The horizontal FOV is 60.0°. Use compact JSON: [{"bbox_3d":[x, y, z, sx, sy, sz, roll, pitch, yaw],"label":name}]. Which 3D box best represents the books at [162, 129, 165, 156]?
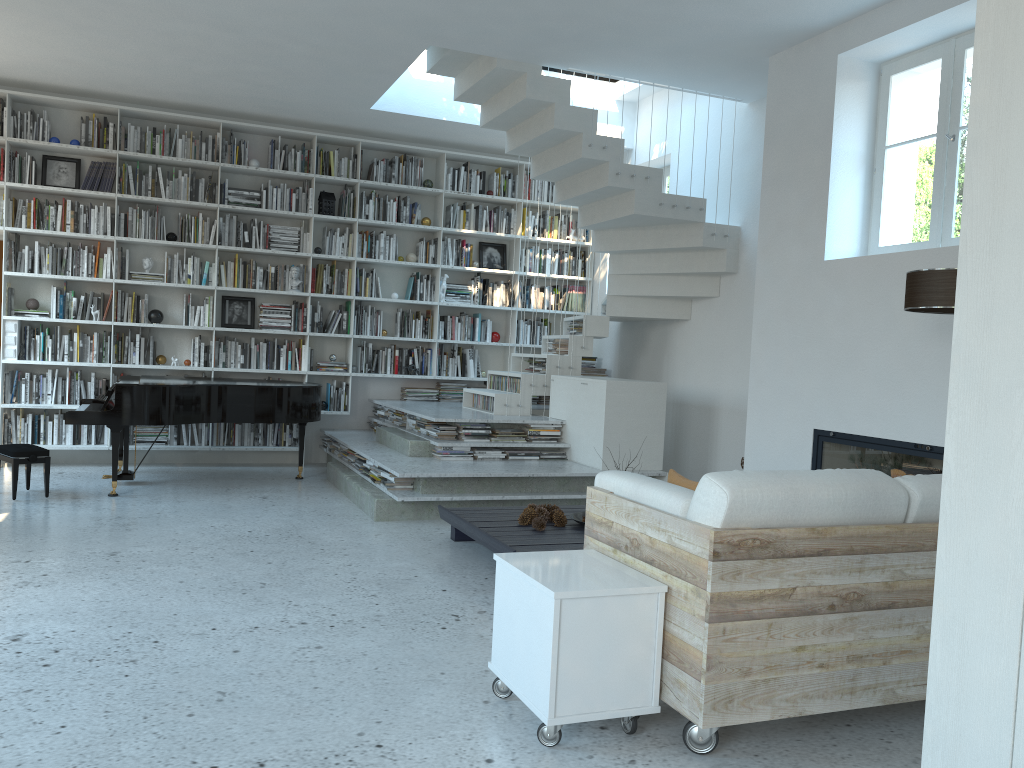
[{"bbox_3d":[-3.121,-2.130,7.935,0.013,0.252,0.183,2,3,-22],"label":"books"}]

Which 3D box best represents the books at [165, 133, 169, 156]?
[{"bbox_3d":[-3.097,-2.122,7.960,0.029,0.236,0.130,2,3,-22],"label":"books"}]

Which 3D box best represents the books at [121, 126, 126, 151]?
[{"bbox_3d":[-3.427,-2.134,7.813,0.029,0.237,0.156,2,3,-22],"label":"books"}]

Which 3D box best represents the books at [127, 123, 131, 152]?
[{"bbox_3d":[-3.390,-2.155,7.853,0.021,0.279,0.140,2,3,-22],"label":"books"}]

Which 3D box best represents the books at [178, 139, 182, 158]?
[{"bbox_3d":[-2.994,-2.095,7.991,0.031,0.190,0.181,2,3,-22],"label":"books"}]

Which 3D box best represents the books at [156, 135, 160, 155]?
[{"bbox_3d":[-3.169,-2.107,7.929,0.030,0.201,0.152,2,3,-22],"label":"books"}]

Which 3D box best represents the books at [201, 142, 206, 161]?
[{"bbox_3d":[-2.808,-2.086,8.059,0.031,0.185,0.176,2,3,-22],"label":"books"}]

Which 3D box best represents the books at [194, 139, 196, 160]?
[{"bbox_3d":[-2.870,-2.099,8.024,0.013,0.207,0.177,2,3,-22],"label":"books"}]

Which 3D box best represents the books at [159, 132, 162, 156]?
[{"bbox_3d":[-3.146,-2.123,7.933,0.013,0.234,0.154,2,3,-22],"label":"books"}]

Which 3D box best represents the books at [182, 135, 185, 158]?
[{"bbox_3d":[-2.969,-2.117,8.008,0.026,0.236,0.134,2,3,-22],"label":"books"}]

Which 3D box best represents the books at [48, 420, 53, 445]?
[{"bbox_3d":[-4.022,0.421,7.738,0.030,0.202,0.168,2,3,-22],"label":"books"}]

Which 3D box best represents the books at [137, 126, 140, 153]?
[{"bbox_3d":[-3.311,-2.137,7.863,0.023,0.251,0.170,2,3,-22],"label":"books"}]

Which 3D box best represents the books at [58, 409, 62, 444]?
[{"bbox_3d":[-3.966,0.371,7.781,0.014,0.304,0.139,2,3,-22],"label":"books"}]

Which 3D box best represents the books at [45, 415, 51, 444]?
[{"bbox_3d":[-4.054,0.397,7.750,0.022,0.246,0.134,2,3,-22],"label":"books"}]

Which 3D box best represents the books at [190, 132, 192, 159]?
[{"bbox_3d":[-2.903,-2.130,8.015,0.014,0.266,0.192,2,3,-22],"label":"books"}]

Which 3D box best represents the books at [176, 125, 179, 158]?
[{"bbox_3d":[-3.014,-2.159,7.987,0.014,0.315,0.166,2,3,-22],"label":"books"}]

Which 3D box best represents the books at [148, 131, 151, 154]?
[{"bbox_3d":[-3.237,-2.127,7.920,0.025,0.235,0.129,2,3,-22],"label":"books"}]

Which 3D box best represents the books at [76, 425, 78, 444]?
[{"bbox_3d":[-3.836,0.373,7.838,0.013,0.310,0.130,2,3,-22],"label":"books"}]

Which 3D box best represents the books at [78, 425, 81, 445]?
[{"bbox_3d":[-3.820,0.421,7.846,0.024,0.214,0.137,2,3,-22],"label":"books"}]

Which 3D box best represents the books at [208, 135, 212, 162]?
[{"bbox_3d":[-2.761,-2.123,8.095,0.029,0.261,0.151,2,3,-22],"label":"books"}]

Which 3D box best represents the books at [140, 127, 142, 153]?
[{"bbox_3d":[-3.293,-2.136,7.866,0.012,0.250,0.174,2,3,-22],"label":"books"}]

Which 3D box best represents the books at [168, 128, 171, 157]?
[{"bbox_3d":[-3.072,-2.141,7.953,0.013,0.276,0.164,2,3,-22],"label":"books"}]

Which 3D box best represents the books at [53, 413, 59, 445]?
[{"bbox_3d":[-3.981,0.390,7.757,0.031,0.266,0.186,2,3,-22],"label":"books"}]

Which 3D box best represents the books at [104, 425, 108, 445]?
[{"bbox_3d":[-3.621,0.398,7.925,0.027,0.276,0.143,2,3,-22],"label":"books"}]

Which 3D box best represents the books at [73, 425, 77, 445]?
[{"bbox_3d":[-3.843,0.407,7.805,0.023,0.244,0.188,2,3,-22],"label":"books"}]

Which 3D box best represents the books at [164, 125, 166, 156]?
[{"bbox_3d":[-3.109,-2.154,7.941,0.010,0.299,0.150,2,3,-22],"label":"books"}]

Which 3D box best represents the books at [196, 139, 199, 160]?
[{"bbox_3d":[-2.851,-2.094,8.029,0.026,0.200,0.187,2,3,-22],"label":"books"}]

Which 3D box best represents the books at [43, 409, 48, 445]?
[{"bbox_3d":[-4.062,0.370,7.723,0.013,0.300,0.183,2,3,-22],"label":"books"}]

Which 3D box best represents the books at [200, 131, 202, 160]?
[{"bbox_3d":[-2.828,-2.137,8.054,0.013,0.286,0.159,2,3,-22],"label":"books"}]

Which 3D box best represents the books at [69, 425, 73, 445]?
[{"bbox_3d":[-3.869,0.434,7.796,0.031,0.188,0.190,2,3,-22],"label":"books"}]

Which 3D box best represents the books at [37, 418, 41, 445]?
[{"bbox_3d":[-4.108,0.408,7.717,0.022,0.221,0.163,2,3,-22],"label":"books"}]

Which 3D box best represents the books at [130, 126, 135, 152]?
[{"bbox_3d":[-3.359,-2.141,7.846,0.031,0.255,0.145,2,3,-22],"label":"books"}]

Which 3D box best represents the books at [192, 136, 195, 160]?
[{"bbox_3d":[-2.890,-2.111,8.029,0.021,0.229,0.160,2,3,-22],"label":"books"}]

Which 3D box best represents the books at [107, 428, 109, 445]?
[{"bbox_3d":[-3.586,0.422,7.895,0.017,0.233,0.212,2,3,-22],"label":"books"}]

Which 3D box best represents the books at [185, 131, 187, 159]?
[{"bbox_3d":[-2.950,-2.133,8.016,0.014,0.269,0.156,2,3,-22],"label":"books"}]

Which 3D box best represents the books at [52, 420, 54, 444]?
[{"bbox_3d":[-4.013,0.416,7.774,0.014,0.211,0.145,2,3,-22],"label":"books"}]

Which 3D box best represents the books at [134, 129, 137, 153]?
[{"bbox_3d":[-3.333,-2.122,7.853,0.023,0.220,0.181,2,3,-22],"label":"books"}]

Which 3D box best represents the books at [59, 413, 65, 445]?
[{"bbox_3d":[-3.942,0.392,7.773,0.025,0.266,0.159,2,3,-22],"label":"books"}]

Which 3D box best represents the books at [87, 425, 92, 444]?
[{"bbox_3d":[-3.747,0.399,7.883,0.040,0.264,0.137,2,3,-22],"label":"books"}]

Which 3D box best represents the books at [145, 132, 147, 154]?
[{"bbox_3d":[-3.255,-2.113,7.884,0.015,0.207,0.166,2,3,-22],"label":"books"}]

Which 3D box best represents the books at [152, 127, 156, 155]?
[{"bbox_3d":[-3.197,-2.142,7.925,0.028,0.268,0.151,2,3,-22],"label":"books"}]

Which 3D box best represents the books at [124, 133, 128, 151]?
[{"bbox_3d":[-3.409,-2.107,7.838,0.024,0.183,0.133,2,3,-22],"label":"books"}]

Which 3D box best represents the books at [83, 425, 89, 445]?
[{"bbox_3d":[-3.770,0.403,7.849,0.027,0.256,0.179,2,3,-22],"label":"books"}]

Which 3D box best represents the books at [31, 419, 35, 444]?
[{"bbox_3d":[-4.152,0.414,7.707,0.022,0.206,0.158,2,3,-22],"label":"books"}]

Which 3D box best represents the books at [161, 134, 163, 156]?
[{"bbox_3d":[-3.133,-2.113,7.931,0.011,0.216,0.160,2,3,-22],"label":"books"}]

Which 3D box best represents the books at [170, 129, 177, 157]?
[{"bbox_3d":[-3.041,-2.138,7.963,0.052,0.273,0.172,2,3,-22],"label":"books"}]

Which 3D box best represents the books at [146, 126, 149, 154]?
[{"bbox_3d":[-3.243,-2.141,7.889,0.010,0.264,0.160,2,3,-22],"label":"books"}]

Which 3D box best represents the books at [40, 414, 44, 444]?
[{"bbox_3d":[-4.087,0.391,7.730,0.027,0.257,0.160,2,3,-22],"label":"books"}]

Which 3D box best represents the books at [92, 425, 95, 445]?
[{"bbox_3d":[-3.707,0.386,7.866,0.021,0.296,0.187,2,3,-22],"label":"books"}]

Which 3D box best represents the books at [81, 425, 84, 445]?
[{"bbox_3d":[-3.794,0.418,7.843,0.022,0.225,0.141,2,3,-22],"label":"books"}]

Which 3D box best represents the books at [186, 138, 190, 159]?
[{"bbox_3d":[-2.935,-2.105,8.033,0.029,0.213,0.141,2,3,-22],"label":"books"}]

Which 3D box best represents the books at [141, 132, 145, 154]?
[{"bbox_3d":[-3.271,-2.114,7.863,0.029,0.208,0.178,2,3,-22],"label":"books"}]

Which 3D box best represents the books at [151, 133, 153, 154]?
[{"bbox_3d":[-3.218,-2.117,7.919,0.012,0.216,0.150,2,3,-22],"label":"books"}]

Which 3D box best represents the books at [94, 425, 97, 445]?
[{"bbox_3d":[-3.691,0.382,7.870,0.012,0.304,0.165,2,3,-22],"label":"books"}]

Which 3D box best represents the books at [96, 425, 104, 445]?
[{"bbox_3d":[-3.664,0.406,7.906,0.065,0.256,0.155,2,3,-22],"label":"books"}]

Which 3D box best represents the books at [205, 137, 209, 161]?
[{"bbox_3d":[-2.785,-2.111,8.078,0.026,0.237,0.149,2,3,-22],"label":"books"}]

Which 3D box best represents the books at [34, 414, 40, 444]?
[{"bbox_3d":[-4.132,0.391,7.717,0.022,0.252,0.139,2,3,-22],"label":"books"}]

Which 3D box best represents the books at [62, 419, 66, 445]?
[{"bbox_3d":[-3.922,0.417,7.782,0.021,0.218,0.190,2,3,-22],"label":"books"}]

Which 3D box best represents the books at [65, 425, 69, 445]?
[{"bbox_3d":[-3.899,0.423,7.791,0.028,0.206,0.171,2,3,-22],"label":"books"}]
